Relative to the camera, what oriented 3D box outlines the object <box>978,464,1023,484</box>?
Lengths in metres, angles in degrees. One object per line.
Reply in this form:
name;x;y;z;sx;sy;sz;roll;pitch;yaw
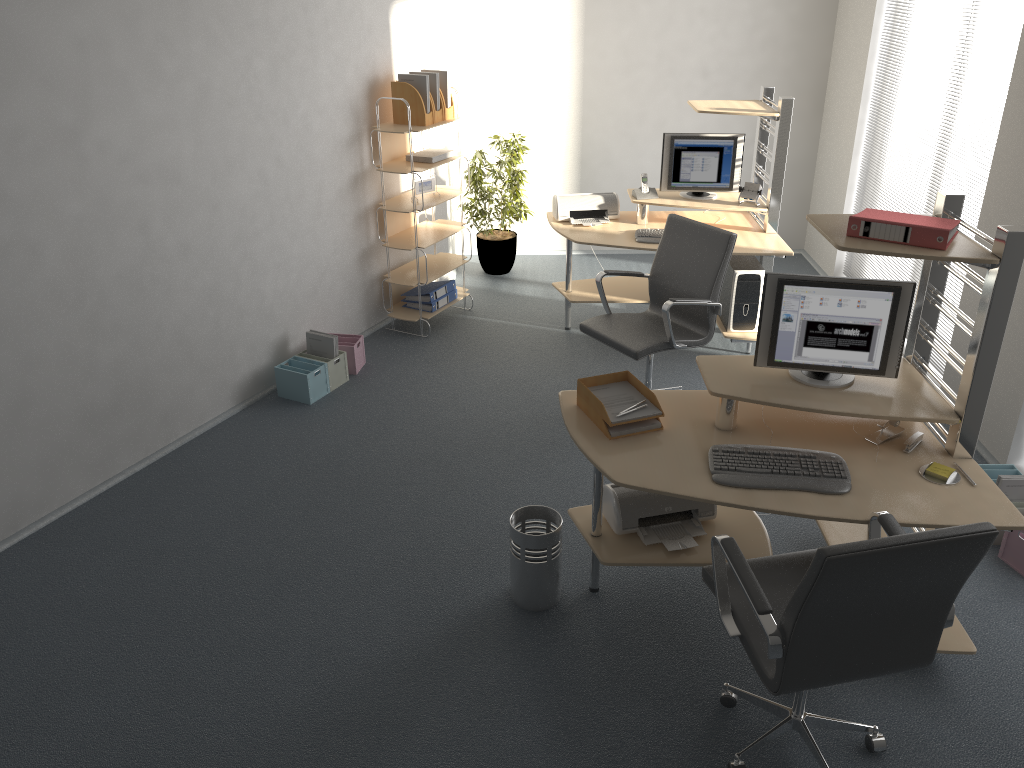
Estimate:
object;2.226;0.507;4.124;0.245;0.202;0.185;0;26;1

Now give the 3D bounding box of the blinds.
blinds;2.556;-1.668;5.407;0.037;2.749;1.950;0;26;1

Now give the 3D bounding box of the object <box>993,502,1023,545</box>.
object;2.223;0.589;3.958;0.245;0.202;0.185;0;26;1

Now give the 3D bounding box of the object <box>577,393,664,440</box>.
object;0.418;0.102;3.465;0.225;0.060;0.309;-10;28;-18

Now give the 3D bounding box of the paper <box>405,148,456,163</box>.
paper;-0.540;-1.530;5.932;0.213;0.046;0.297;13;29;25

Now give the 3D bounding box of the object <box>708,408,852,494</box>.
object;0.974;0.195;3.358;0.478;0.082;0.814;3;26;8

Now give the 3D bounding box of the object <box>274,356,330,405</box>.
object;-1.243;-0.020;5.268;0.245;0.202;0.185;13;29;25

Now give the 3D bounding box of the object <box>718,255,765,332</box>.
object;1.495;-0.618;5.846;0.199;0.422;0.471;0;26;1

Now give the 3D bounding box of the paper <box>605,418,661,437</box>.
paper;0.419;0.113;3.470;0.210;0.019;0.297;-10;28;-18

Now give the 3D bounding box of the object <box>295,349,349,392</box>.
object;-1.157;-0.093;5.415;0.245;0.202;0.185;13;29;25

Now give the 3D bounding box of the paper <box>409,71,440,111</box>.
paper;-0.566;-1.867;5.759;0.213;0.297;0.045;13;29;26

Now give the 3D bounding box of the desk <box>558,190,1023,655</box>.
desk;0.919;0.192;3.227;1.469;1.566;0.967;0;26;1

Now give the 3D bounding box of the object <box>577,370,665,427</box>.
object;0.418;0.051;3.441;0.225;0.060;0.309;-10;28;-18

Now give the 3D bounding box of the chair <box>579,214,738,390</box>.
chair;0.776;-0.321;4.860;0.652;1.048;0.584;-17;30;-29

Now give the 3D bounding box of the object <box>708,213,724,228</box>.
object;1.400;-1.046;5.869;0.168;0.088;0.742;1;26;3

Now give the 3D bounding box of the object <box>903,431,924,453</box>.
object;1.469;0.210;3.243;0.022;0.042;0.134;22;34;38

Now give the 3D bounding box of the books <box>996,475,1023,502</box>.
books;2.222;0.532;3.913;0.220;0.306;0.068;0;26;1

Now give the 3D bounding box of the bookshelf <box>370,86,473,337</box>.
bookshelf;-0.593;-1.166;6.024;0.381;1.572;0.724;13;29;25

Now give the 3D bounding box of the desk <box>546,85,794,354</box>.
desk;0.966;-1.040;5.734;1.469;1.566;0.967;0;26;1

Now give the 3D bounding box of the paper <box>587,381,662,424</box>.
paper;0.418;0.067;3.447;0.210;0.010;0.297;-10;28;-18

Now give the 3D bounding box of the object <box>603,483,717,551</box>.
object;0.619;0.505;3.546;0.438;0.162;0.351;-7;27;-13

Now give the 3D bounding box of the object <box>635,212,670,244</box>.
object;1.058;-1.030;5.851;0.478;0.082;0.814;3;26;8

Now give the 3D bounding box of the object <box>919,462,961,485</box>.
object;1.483;0.303;3.070;0.132;0.026;0.132;0;26;1

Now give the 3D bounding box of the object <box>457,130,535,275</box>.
object;-0.098;-1.434;7.052;0.544;1.147;0.644;14;30;27

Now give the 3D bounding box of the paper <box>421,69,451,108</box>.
paper;-0.502;-1.915;5.854;0.213;0.297;0.045;15;30;28

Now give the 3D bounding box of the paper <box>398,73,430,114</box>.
paper;-0.624;-1.818;5.660;0.213;0.297;0.045;12;29;24

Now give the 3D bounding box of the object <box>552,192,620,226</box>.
object;0.511;-1.174;5.946;0.438;0.162;0.351;-4;26;-6

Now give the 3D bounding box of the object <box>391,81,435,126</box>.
object;-0.631;-1.792;5.652;0.243;0.259;0.113;12;29;24

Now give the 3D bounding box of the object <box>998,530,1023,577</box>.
object;2.246;0.688;3.755;0.245;0.202;0.185;-8;27;-15

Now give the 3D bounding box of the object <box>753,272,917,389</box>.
object;1.207;-0.222;3.343;0.516;0.418;0.245;10;28;21

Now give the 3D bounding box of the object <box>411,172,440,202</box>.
object;-0.579;-1.320;5.928;0.192;0.161;0.077;-23;34;-38

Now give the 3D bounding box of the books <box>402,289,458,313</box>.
books;-0.582;-0.611;6.276;0.262;0.072;0.320;13;29;26

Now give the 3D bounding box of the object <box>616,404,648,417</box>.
object;0.452;0.102;3.357;0.159;0.009;0.008;-18;31;-31

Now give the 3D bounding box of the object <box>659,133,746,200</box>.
object;1.251;-1.444;5.830;0.516;0.418;0.245;7;27;14

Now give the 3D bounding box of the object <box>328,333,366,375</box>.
object;-1.077;-0.188;5.606;0.245;0.202;0.185;4;27;9

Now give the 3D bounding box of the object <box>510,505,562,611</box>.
object;0.096;0.703;3.569;0.208;0.377;0.208;23;35;39

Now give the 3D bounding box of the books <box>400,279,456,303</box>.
books;-0.591;-0.662;6.257;0.263;0.100;0.320;13;29;26

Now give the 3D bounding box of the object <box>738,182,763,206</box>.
object;1.532;-1.221;5.690;0.154;0.135;0.093;18;32;34

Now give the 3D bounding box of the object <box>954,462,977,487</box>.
object;1.567;0.309;3.074;0.011;0.011;0.158;-1;26;-2

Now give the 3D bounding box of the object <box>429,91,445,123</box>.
object;-0.575;-1.841;5.751;0.243;0.259;0.113;13;29;26

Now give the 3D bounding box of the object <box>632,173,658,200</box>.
object;0.882;-1.314;5.875;0.150;0.151;0.119;-6;27;-12

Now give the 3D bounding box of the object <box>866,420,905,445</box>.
object;1.396;0.167;3.307;0.159;0.064;0.054;-16;30;-28

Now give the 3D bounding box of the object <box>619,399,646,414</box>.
object;0.459;0.089;3.383;0.159;0.009;0.008;-23;34;-38

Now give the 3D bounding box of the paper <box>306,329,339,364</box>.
paper;-1.151;-0.162;5.396;0.220;0.306;0.068;13;29;25

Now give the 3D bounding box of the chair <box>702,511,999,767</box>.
chair;0.938;0.728;2.723;0.584;1.048;0.652;-6;27;-11

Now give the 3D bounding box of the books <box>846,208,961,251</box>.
books;1.367;-0.557;3.089;0.320;0.072;0.262;16;30;30

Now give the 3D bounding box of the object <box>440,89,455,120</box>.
object;-0.511;-1.889;5.846;0.243;0.259;0.113;15;30;28
